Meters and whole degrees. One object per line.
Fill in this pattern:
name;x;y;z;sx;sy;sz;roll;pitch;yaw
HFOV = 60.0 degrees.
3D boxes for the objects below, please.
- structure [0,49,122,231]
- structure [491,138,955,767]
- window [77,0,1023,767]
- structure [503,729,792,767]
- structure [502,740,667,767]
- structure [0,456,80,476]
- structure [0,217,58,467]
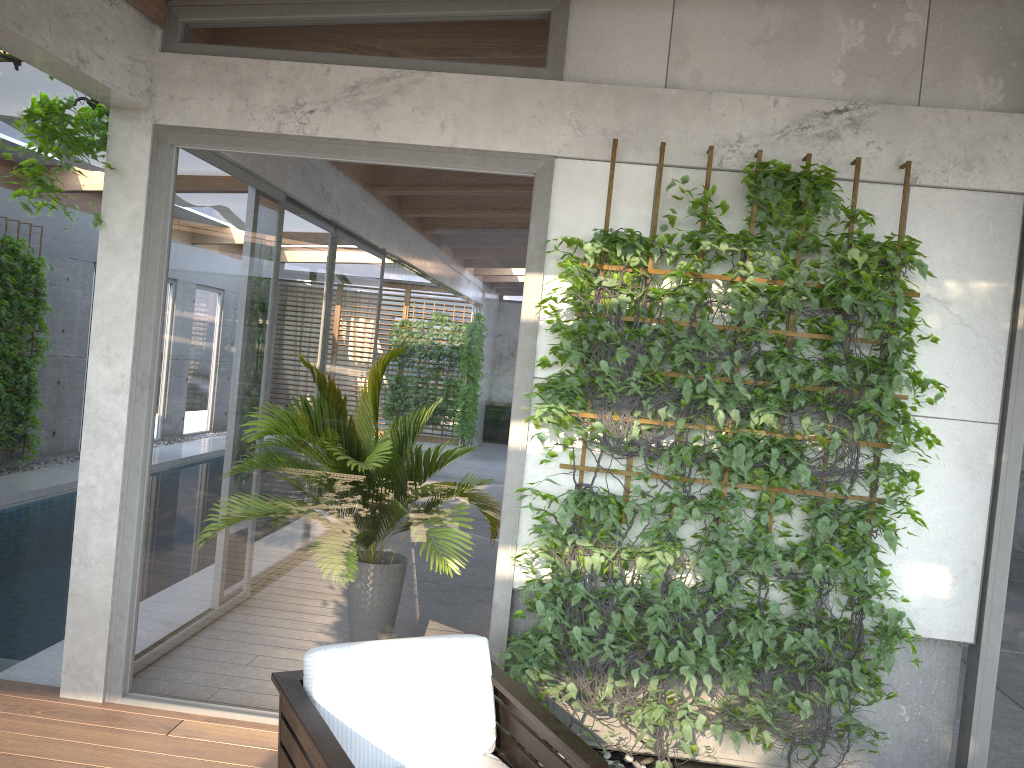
structure;-2.092;-1.583;3.937;0.918;2.054;1.822;6;2;2
structure;0.903;0.355;3.719;1.851;2.669;0.500;6;2;5
window;1.660;-0.242;11.604;14.294;3.764;23.280;6;2;5
structure;1.021;1.465;4.960;2.012;0.595;2.203;6;2;5
structure;0.406;1.602;3.731;0.928;0.044;0.231;6;2;5
structure;-5.607;0.959;10.149;0.477;0.068;13.673;6;2;5
structure;-2.961;-0.267;12.926;2.739;2.687;10.282;6;2;22
